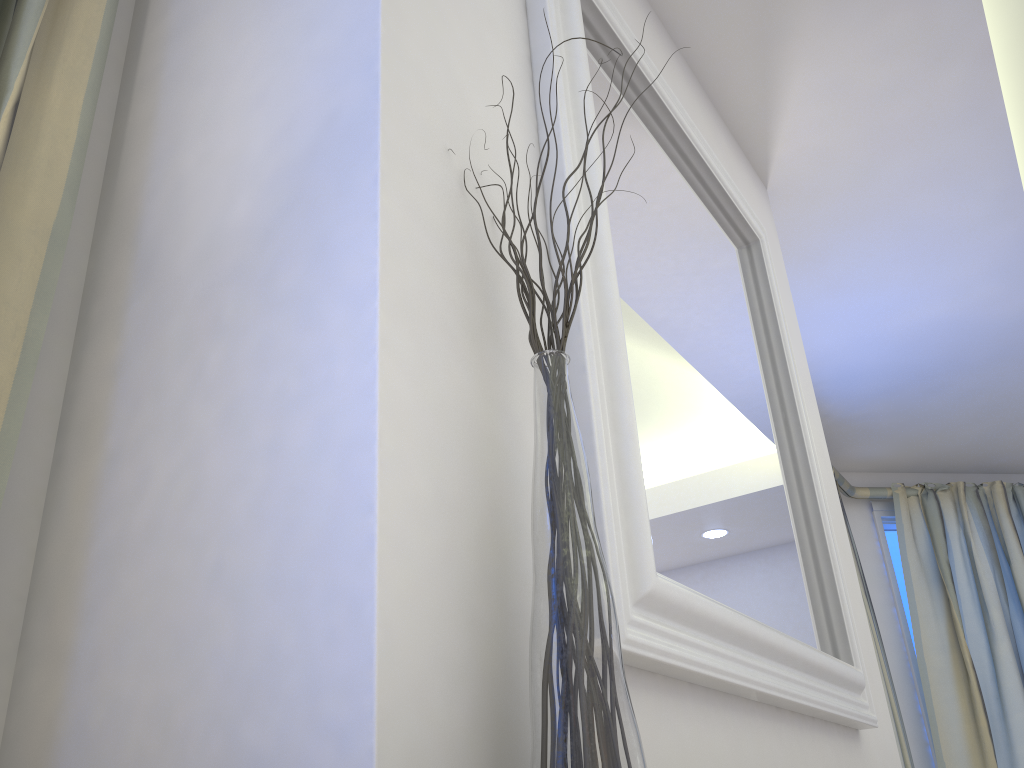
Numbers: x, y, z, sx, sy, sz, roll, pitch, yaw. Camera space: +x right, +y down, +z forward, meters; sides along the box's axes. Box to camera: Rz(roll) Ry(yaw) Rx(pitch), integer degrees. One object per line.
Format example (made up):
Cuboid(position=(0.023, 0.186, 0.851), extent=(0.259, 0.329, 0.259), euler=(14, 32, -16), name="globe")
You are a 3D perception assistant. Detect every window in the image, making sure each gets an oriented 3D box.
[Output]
Cuboid(position=(0.285, 0.311, 1.058), extent=(0.820, 1.984, 6.941), euler=(-19, -32, 28), name="window")

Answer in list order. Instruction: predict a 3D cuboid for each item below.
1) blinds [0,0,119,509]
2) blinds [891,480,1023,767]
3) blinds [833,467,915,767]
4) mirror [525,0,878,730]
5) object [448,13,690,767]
Cuboid(position=(-0.456, 0.177, 0.368), extent=(0.230, 2.318, 0.668), euler=(-22, -32, 32), name="blinds")
Cuboid(position=(1.958, 1.421, 3.049), extent=(1.771, 2.367, 0.302), euler=(1, -27, -10), name="blinds")
Cuboid(position=(1.314, 1.311, 2.734), extent=(0.297, 2.339, 0.792), euler=(-17, -29, 24), name="blinds")
Cuboid(position=(0.282, -0.047, 1.220), extent=(0.039, 0.920, 0.852), euler=(-19, -31, 28), name="mirror")
Cuboid(position=(0.068, -0.025, 0.668), extent=(0.194, 0.678, 0.192), euler=(10, -30, -26), name="object")
